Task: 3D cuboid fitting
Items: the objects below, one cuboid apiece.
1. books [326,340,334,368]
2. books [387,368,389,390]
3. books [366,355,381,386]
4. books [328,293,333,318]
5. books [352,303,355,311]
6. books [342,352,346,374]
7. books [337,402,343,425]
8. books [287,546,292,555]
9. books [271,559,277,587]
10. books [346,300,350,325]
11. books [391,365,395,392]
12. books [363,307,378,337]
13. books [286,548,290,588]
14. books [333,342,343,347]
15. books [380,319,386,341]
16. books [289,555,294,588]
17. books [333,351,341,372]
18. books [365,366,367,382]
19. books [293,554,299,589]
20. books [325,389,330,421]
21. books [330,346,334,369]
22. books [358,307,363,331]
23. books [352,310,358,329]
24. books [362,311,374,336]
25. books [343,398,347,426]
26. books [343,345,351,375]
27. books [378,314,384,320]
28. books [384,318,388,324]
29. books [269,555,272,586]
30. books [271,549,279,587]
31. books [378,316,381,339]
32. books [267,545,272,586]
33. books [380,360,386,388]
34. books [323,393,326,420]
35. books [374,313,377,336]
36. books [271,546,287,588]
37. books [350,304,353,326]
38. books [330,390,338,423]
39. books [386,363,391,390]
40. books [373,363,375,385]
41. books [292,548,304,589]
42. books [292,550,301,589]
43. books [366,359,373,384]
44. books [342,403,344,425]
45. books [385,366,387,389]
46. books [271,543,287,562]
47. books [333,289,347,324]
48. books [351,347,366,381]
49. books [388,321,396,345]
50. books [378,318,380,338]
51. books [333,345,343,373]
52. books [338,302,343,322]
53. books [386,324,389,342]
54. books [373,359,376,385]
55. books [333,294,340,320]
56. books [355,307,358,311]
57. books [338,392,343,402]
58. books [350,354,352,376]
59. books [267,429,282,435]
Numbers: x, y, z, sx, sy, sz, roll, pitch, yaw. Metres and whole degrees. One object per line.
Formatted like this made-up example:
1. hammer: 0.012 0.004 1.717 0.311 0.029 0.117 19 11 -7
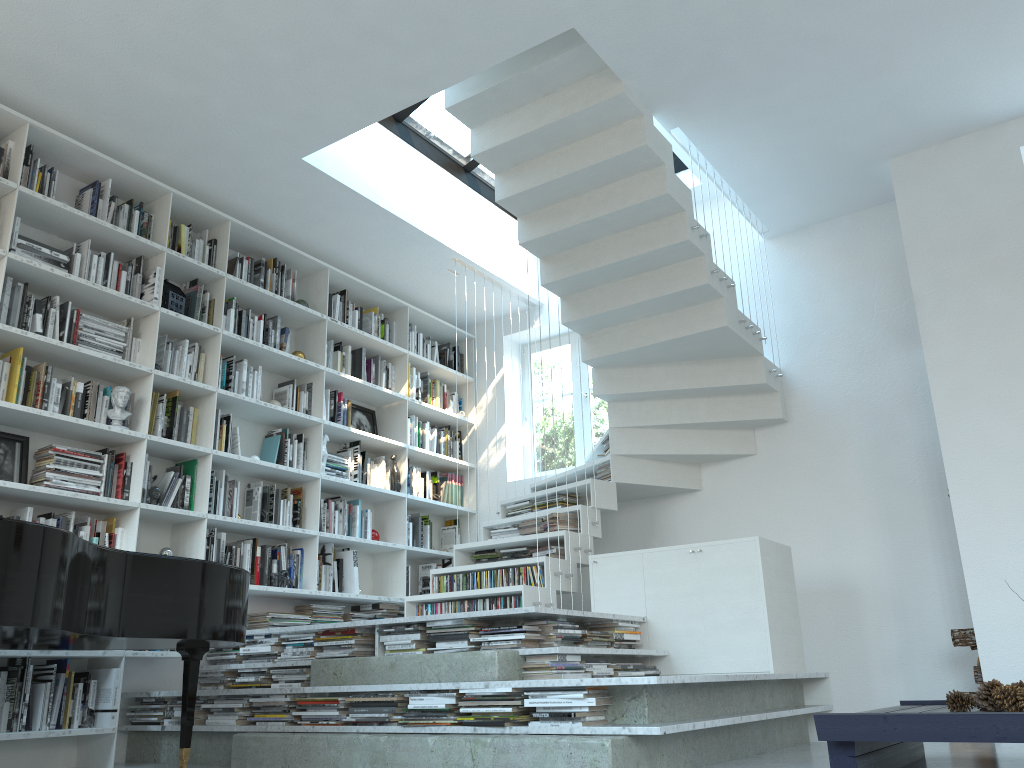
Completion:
1. books: -1.330 -0.164 6.214 0.167 0.281 0.052 -14 -21 32
2. books: -0.993 0.008 6.680 0.158 0.233 0.022 -14 -21 32
3. books: -1.050 -0.056 6.579 0.181 0.293 0.022 -14 -21 32
4. books: -1.350 -0.505 6.285 0.185 0.241 0.026 -14 -22 32
5. books: -1.217 -0.449 6.520 0.153 0.278 0.012 -14 -21 32
6. books: -1.255 -0.105 6.306 0.158 0.223 0.030 -14 -21 32
7. books: -1.249 0.240 6.158 0.190 0.206 0.013 -14 -22 32
8. books: -1.444 1.168 5.575 0.143 0.281 0.012 -14 -21 32
9. books: -1.508 1.176 5.434 0.169 0.180 0.025 -14 -22 32
10. books: -1.243 -0.465 6.442 0.168 0.261 0.014 -14 -21 32
11. books: -0.959 0.005 6.723 0.169 0.264 0.031 -14 -21 32
12. books: -1.075 -0.416 6.694 0.166 0.319 0.007 -14 -21 32
13. books: -1.450 1.166 5.542 0.150 0.264 0.021 -14 -21 32
14. books: -1.268 -0.144 6.302 0.163 0.295 0.011 -14 -21 32
15. books: -1.030 -0.361 6.729 0.186 0.234 0.018 -14 -22 32
16. books: -1.430 1.189 5.542 0.168 0.219 0.013 -14 -21 32
17. books: -1.281 -0.116 6.246 0.175 0.207 0.025 -14 -22 32
18. books: -1.133 -0.075 6.498 0.162 0.282 0.048 -14 -21 32
19. books: -1.408 1.192 5.565 0.176 0.227 0.025 -14 -22 32
20. books: -1.322 0.186 6.116 0.159 0.284 0.012 -14 -21 32
21. books: -1.315 -0.138 6.245 0.130 0.250 0.026 -14 -21 32
22. books: -1.175 -0.429 6.548 0.165 0.256 0.030 -14 -21 32
23. books: -1.204 -0.422 6.480 0.190 0.201 0.024 -14 -22 32
24. books: -1.102 -0.403 6.631 0.169 0.255 0.019 -14 -21 32
25. books: -1.226 0.237 6.224 0.167 0.252 0.021 -14 -21 32
26. books: -1.221 -0.123 6.354 0.156 0.287 0.026 -14 -21 32
27. books: -1.037 -0.382 6.765 0.131 0.298 0.020 -13 -21 32
28. books: -1.011 -0.360 6.803 0.136 0.278 0.025 -13 -21 32
29. books: -1.527 1.157 5.424 0.136 0.210 0.022 -14 -21 32
30. books: -1.501 1.148 5.460 0.164 0.248 0.012 -14 -21 32
31. books: -1.059 -0.376 6.702 0.164 0.248 0.031 -14 -21 32
32. books: -1.540 1.126 5.412 0.169 0.262 0.026 -14 -21 32
33. books: -1.021 -0.031 6.619 0.177 0.271 0.036 -14 -21 32
34. books: -1.340 0.173 6.080 0.146 0.288 0.065 -13 -21 32
35. books: -1.090 -0.391 6.661 0.189 0.251 0.016 -14 -21 32
36. books: -1.474 1.149 5.490 0.186 0.265 0.070 -14 -22 32
37. books: -1.234 -0.449 6.453 0.172 0.235 0.022 -14 -21 32
38. books: -1.279 0.196 6.152 0.176 0.286 0.012 -14 -21 32
39. books: -0.977 -0.010 6.704 0.147 0.283 0.026 -14 -21 32
40. books: -1.081 -0.031 6.531 0.165 0.216 0.031 -14 -22 32
41. books: -1.385 1.185 5.615 0.171 0.271 0.025 -14 -21 32
42. books: -1.399 1.186 5.593 0.157 0.257 0.026 -14 -21 32
43. books: -1.095 -0.052 6.503 0.189 0.239 0.014 -14 -22 32
44. books: -1.241 0.249 6.197 0.153 0.212 0.033 -14 -22 32
45. books: -1.008 -0.007 6.645 0.162 0.240 0.031 -14 -21 32
46. books: -1.459 1.148 5.532 0.135 0.293 0.013 -13 -21 32
47. books: -1.266 -0.510 6.417 0.180 0.331 0.014 -14 -21 32
48. books: -1.156 -0.108 6.370 0.246 0.264 0.032 -14 -22 32
49. books: -0.966 -0.341 6.837 0.163 0.262 0.026 -14 -21 32
50. books: -1.063 -0.371 6.681 0.170 0.225 0.007 -14 -22 32
51. books: -1.271 -0.134 6.277 0.167 0.260 0.026 -14 -21 32
52. books: -1.286 -0.466 6.389 0.148 0.230 0.031 -14 -21 32
53. books: -1.011 -0.337 6.762 0.169 0.209 0.029 -14 -22 32
54. books: -1.074 -0.044 6.564 0.156 0.263 0.023 -14 -21 32
55. books: -1.308 -0.498 6.365 0.150 0.277 0.048 -14 -21 32
56. books: -1.197 -0.430 6.538 0.161 0.253 0.012 -14 -21 32
57. books: -1.252 0.209 6.187 0.175 0.284 0.014 -14 -21 32
58. books: -1.214 -0.092 6.371 0.143 0.237 0.025 -14 -21 32
59. books: -1.531 0.439 5.704 0.135 0.289 0.016 -13 -21 32
